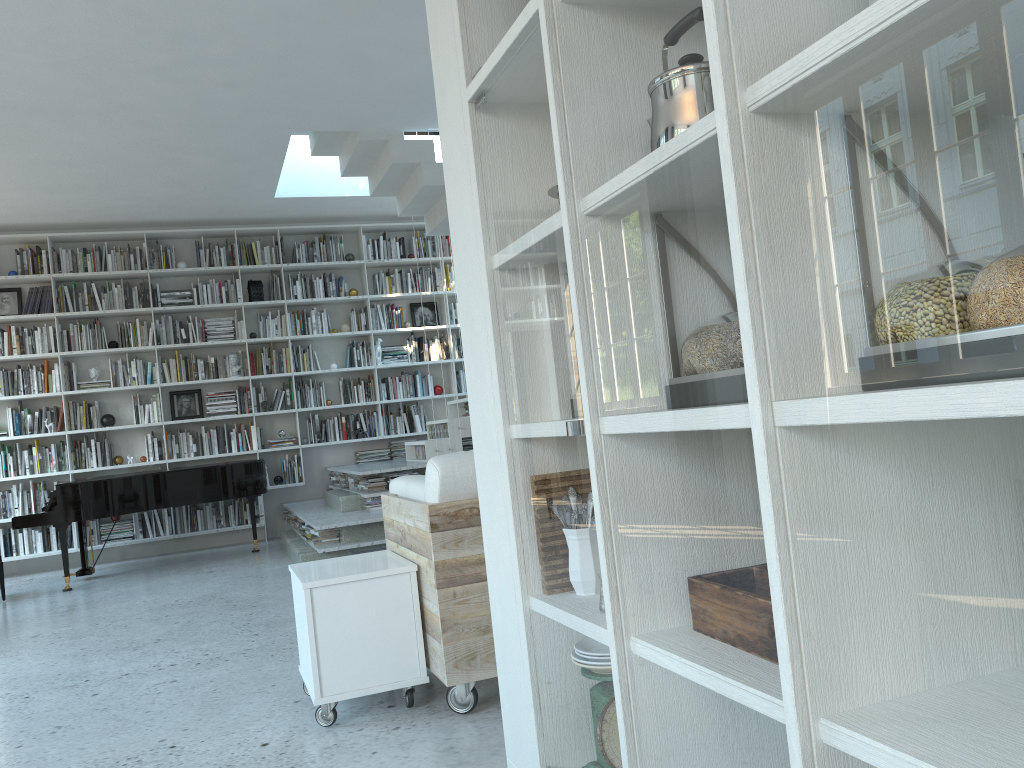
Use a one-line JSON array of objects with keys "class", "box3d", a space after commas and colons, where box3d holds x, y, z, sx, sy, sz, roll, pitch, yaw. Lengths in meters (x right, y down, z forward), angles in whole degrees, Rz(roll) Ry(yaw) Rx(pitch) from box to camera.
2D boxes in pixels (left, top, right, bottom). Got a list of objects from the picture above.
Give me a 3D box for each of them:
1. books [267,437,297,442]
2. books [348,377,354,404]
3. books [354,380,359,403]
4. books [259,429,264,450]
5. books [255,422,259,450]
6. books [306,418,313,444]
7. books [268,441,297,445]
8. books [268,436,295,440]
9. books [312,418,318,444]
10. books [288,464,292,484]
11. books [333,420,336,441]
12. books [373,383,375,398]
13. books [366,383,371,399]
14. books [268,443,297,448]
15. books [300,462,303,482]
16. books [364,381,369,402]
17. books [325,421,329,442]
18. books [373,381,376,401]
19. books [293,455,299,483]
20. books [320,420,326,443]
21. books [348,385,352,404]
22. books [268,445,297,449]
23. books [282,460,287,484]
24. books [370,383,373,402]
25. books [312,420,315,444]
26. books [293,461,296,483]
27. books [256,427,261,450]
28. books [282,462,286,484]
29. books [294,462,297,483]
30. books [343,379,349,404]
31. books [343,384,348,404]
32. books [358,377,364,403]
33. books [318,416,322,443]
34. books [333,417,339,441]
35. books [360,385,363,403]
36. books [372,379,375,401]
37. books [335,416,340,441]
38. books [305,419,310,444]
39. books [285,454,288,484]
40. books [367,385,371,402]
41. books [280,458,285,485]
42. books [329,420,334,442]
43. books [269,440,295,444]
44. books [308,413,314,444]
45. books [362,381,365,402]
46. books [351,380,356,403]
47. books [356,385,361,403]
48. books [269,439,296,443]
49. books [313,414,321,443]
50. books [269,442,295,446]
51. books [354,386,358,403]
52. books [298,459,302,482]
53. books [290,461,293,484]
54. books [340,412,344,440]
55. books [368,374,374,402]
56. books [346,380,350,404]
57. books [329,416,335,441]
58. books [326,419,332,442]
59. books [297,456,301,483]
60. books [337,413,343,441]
[{"class": "books", "box3d": [-2.330, 0.562, 8.982, 0.285, 0.012, 0.159, -6, -2, -15]}, {"class": "books", "box3d": [-1.690, 0.072, 9.301, 0.007, 0.285, 0.159, -6, -2, -19]}, {"class": "books", "box3d": [-1.643, 0.088, 9.320, 0.030, 0.244, 0.136, -6, -2, -19]}, {"class": "books", "box3d": [-2.536, 0.558, 8.979, 0.030, 0.210, 0.136, -6, -2, -19]}, {"class": "books", "box3d": [-2.585, 0.525, 8.962, 0.012, 0.285, 0.159, -6, -2, -19]}, {"class": "books", "box3d": [-2.079, 0.487, 9.110, 0.023, 0.262, 0.186, -6, -2, -19]}, {"class": "books", "box3d": [-2.326, 0.598, 8.979, 0.285, 0.012, 0.159, -6, -2, -16]}, {"class": "books", "box3d": [-2.330, 0.549, 8.976, 0.254, 0.012, 0.161, -6, -2, -10]}, {"class": "books", "box3d": [-2.034, 0.486, 9.128, 0.023, 0.256, 0.178, -6, -2, -19]}, {"class": "books", "box3d": [-2.247, 0.905, 8.958, 0.013, 0.202, 0.139, -6, -2, -19]}, {"class": "books", "box3d": [-1.851, 0.487, 9.216, 0.012, 0.221, 0.153, -6, -2, -19]}, {"class": "books", "box3d": [-1.472, 0.076, 9.387, 0.007, 0.235, 0.131, -6, -2, -19]}, {"class": "books", "box3d": [-1.513, 0.095, 9.357, 0.016, 0.205, 0.141, -6, -2, -19]}, {"class": "books", "box3d": [-2.324, 0.622, 8.983, 0.285, 0.012, 0.159, -6, -2, -14]}, {"class": "books", "box3d": [-2.144, 0.893, 8.996, 0.012, 0.206, 0.161, -6, -2, -19]}, {"class": "books", "box3d": [-1.546, 0.084, 9.344, 0.021, 0.231, 0.155, -6, -2, -19]}, {"class": "books", "box3d": [-1.922, 0.495, 9.182, 0.011, 0.217, 0.175, -6, -2, -19]}, {"class": "books", "box3d": [-1.461, 0.081, 9.381, 0.009, 0.223, 0.146, -6, -2, -19]}, {"class": "books", "box3d": [-2.184, 0.857, 8.964, 0.021, 0.285, 0.172, -6, -2, -19]}, {"class": "books", "box3d": [-1.958, 0.492, 9.168, 0.065, 0.231, 0.162, -6, -2, -19]}, {"class": "books", "box3d": [-1.713, 0.113, 9.304, 0.031, 0.208, 0.122, -6, -2, -19]}, {"class": "books", "box3d": [-2.322, 0.634, 8.978, 0.285, 0.012, 0.159, -6, -2, -16]}, {"class": "books", "box3d": [-2.287, 0.886, 8.927, 0.014, 0.245, 0.176, -6, -2, -19]}, {"class": "books", "box3d": [-1.496, 0.093, 9.352, 0.013, 0.204, 0.158, -6, -2, -19]}, {"class": "books", "box3d": [-2.059, 0.497, 9.144, 0.015, 0.240, 0.152, -6, -2, -19]}, {"class": "books", "box3d": [-2.210, 0.889, 8.963, 0.012, 0.225, 0.149, -6, -2, -19]}, {"class": "books", "box3d": [-2.563, 0.551, 8.968, 0.027, 0.229, 0.141, -6, -2, -19]}, {"class": "books", "box3d": [-2.304, 0.897, 8.938, 0.012, 0.229, 0.129, -6, -2, -19]}, {"class": "books", "box3d": [-2.193, 0.894, 8.951, 0.011, 0.212, 0.178, -6, -2, -19]}, {"class": "books", "box3d": [-1.740, 0.087, 9.277, 0.015, 0.262, 0.149, -6, -2, -19]}, {"class": "books", "box3d": [-1.747, 0.111, 9.258, 0.015, 0.215, 0.178, -6, -2, -19]}, {"class": "books", "box3d": [-1.589, 0.067, 9.318, 0.006, 0.274, 0.173, -6, -2, -19]}, {"class": "books", "box3d": [-1.994, 0.472, 9.151, 0.010, 0.277, 0.174, -6, -2, -19]}, {"class": "books", "box3d": [-1.830, 0.468, 9.207, 0.025, 0.252, 0.181, -6, -2, -19]}, {"class": "books", "box3d": [-1.594, 0.113, 9.309, 0.019, 0.183, 0.190, -6, -2, -19]}, {"class": "books", "box3d": [-1.483, 0.074, 9.379, 0.019, 0.240, 0.134, -6, -2, -19]}, {"class": "books", "box3d": [-1.822, 0.465, 9.245, 0.016, 0.260, 0.098, -6, -2, -19]}, {"class": "books", "box3d": [-2.101, 0.494, 9.123, 0.012, 0.254, 0.161, -6, -2, -19]}, {"class": "books", "box3d": [-2.274, 0.858, 8.953, 0.032, 0.300, 0.149, -6, -2, -19]}, {"class": "books", "box3d": [-1.517, 0.106, 9.325, 0.016, 0.180, 0.189, -6, -2, -19]}, {"class": "books", "box3d": [-2.312, 0.880, 8.928, 0.005, 0.264, 0.162, -6, -2, -19]}, {"class": "books", "box3d": [-1.881, 0.486, 9.203, 0.024, 0.228, 0.160, -6, -2, -19]}, {"class": "books", "box3d": [-2.328, 0.586, 8.984, 0.254, 0.012, 0.161, -6, -2, -14]}, {"class": "books", "box3d": [-2.066, 0.459, 9.117, 0.010, 0.316, 0.187, -6, -2, -19]}, {"class": "books", "box3d": [-1.575, 0.088, 9.320, 0.018, 0.229, 0.182, -6, -2, -19]}, {"class": "books", "box3d": [-1.668, 0.085, 9.280, 0.018, 0.251, 0.184, -6, -2, -19]}, {"class": "books", "box3d": [-1.612, 0.109, 9.308, 0.015, 0.195, 0.176, -6, -2, -19]}, {"class": "books", "box3d": [-2.327, 0.573, 8.973, 0.254, 0.012, 0.161, -5, -2, -19]}, {"class": "books", "box3d": [-2.011, 0.464, 9.136, 0.030, 0.294, 0.188, -6, -2, -19]}, {"class": "books", "box3d": [-2.325, 0.610, 8.981, 0.254, 0.012, 0.161, -6, -2, -13]}, {"class": "books", "box3d": [-1.647, 0.118, 9.285, 0.018, 0.182, 0.182, -6, -2, -19]}, {"class": "books", "box3d": [-2.154, 0.880, 8.981, 0.013, 0.233, 0.149, -6, -2, -19]}, {"class": "books", "box3d": [-2.222, 0.890, 8.941, 0.026, 0.224, 0.175, -6, -2, -19]}, {"class": "books", "box3d": [-1.779, 0.443, 9.223, 0.012, 0.293, 0.175, -6, -2, -19]}, {"class": "books", "box3d": [-1.489, 0.046, 9.350, 0.007, 0.295, 0.162, -6, -2, -19]}, {"class": "books", "box3d": [-1.728, 0.088, 9.280, 0.008, 0.259, 0.158, -6, -2, -19]}, {"class": "books", "box3d": [-1.864, 0.464, 9.207, 0.014, 0.268, 0.171, -6, -2, -19]}, {"class": "books", "box3d": [-1.907, 0.485, 9.198, 0.029, 0.234, 0.142, -6, -2, -19]}, {"class": "books", "box3d": [-2.173, 0.864, 8.990, 0.015, 0.270, 0.157, -6, -2, -19]}, {"class": "books", "box3d": [-1.797, 0.450, 9.239, 0.012, 0.285, 0.159, -6, -2, -19]}]
